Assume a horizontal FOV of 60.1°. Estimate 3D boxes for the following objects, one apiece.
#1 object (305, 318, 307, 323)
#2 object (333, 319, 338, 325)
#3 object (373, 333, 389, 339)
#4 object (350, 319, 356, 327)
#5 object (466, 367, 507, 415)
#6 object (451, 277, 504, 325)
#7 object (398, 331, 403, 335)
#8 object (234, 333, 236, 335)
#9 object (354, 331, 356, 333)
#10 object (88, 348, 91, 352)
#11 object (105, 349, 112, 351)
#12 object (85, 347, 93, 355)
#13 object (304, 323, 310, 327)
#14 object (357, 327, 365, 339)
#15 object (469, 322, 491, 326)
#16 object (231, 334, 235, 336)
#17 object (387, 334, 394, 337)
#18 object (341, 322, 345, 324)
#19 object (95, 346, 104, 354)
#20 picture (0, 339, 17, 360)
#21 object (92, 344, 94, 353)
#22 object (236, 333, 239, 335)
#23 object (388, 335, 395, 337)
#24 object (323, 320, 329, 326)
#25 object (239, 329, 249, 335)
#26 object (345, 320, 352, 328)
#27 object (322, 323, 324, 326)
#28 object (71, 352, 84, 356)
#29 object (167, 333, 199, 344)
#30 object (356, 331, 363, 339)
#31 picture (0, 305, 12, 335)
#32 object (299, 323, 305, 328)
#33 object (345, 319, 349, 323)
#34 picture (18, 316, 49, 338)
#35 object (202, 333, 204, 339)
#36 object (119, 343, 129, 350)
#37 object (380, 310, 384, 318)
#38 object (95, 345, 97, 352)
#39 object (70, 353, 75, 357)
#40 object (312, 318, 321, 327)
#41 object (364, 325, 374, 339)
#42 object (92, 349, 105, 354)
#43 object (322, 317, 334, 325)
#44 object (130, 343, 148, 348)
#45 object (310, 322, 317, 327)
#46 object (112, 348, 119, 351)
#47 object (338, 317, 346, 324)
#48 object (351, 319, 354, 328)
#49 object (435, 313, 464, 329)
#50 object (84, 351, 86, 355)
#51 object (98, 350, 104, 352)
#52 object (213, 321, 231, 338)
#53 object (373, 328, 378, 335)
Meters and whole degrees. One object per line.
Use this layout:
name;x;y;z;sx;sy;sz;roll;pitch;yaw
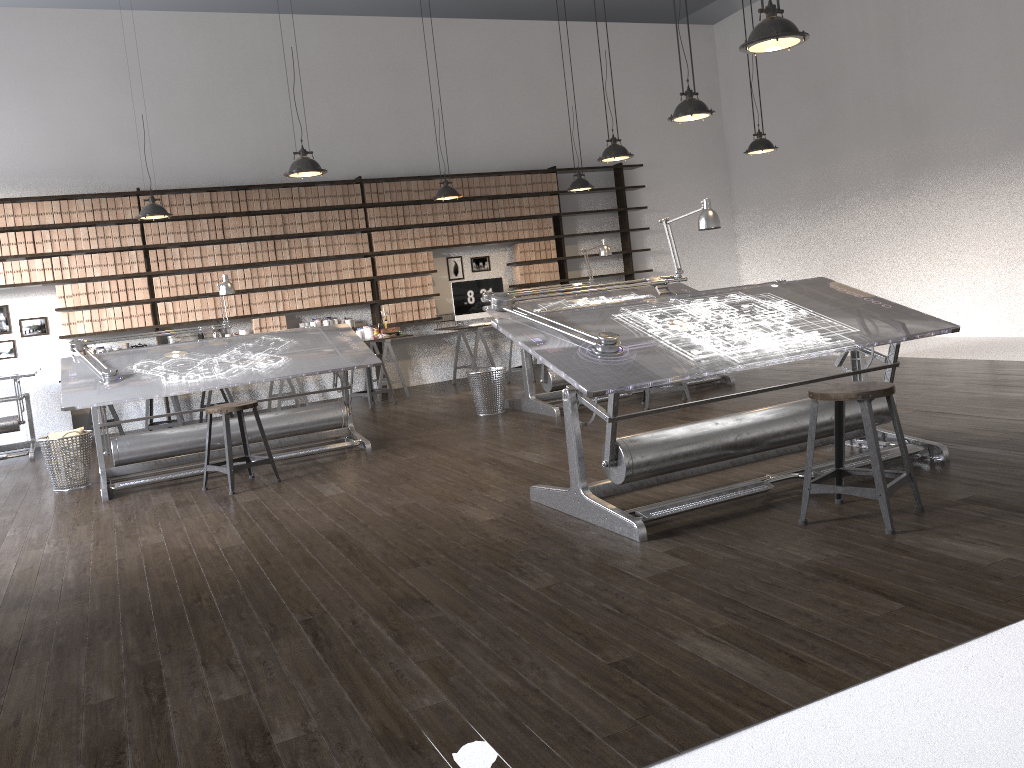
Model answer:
object;-2.268;-0.646;9.828;0.041;0.168;0.009;-8;4;-21
object;-1.976;-0.664;9.914;0.062;0.119;0.062;-4;5;34
object;-1.423;-0.531;9.668;0.132;0.050;0.198;-2;7;36
object;-1.806;-0.686;10.033;0.062;0.095;0.062;-6;4;7
object;-0.200;0.064;7.567;0.353;0.376;0.354;-7;5;-3
object;-0.396;-0.957;10.354;0.645;0.516;0.204;-9;4;-24
object;-1.239;-0.568;9.845;0.049;0.037;0.049;-8;6;-21
object;-2.963;-0.540;9.547;0.061;0.016;0.061;-4;7;22
object;-1.754;-0.533;9.786;0.062;0.093;0.063;-5;4;16
object;-4.092;-0.274;8.646;0.071;0.186;0.008;-8;4;-24
object;-4.056;-0.306;8.916;0.063;0.093;0.063;-10;5;-39
object;-4.244;-0.306;8.893;0.070;0.130;0.070;-6;4;14
object;-2.250;-0.615;9.756;0.062;0.118;0.063;-5;4;16
object;-1.670;-0.566;9.879;0.095;0.127;0.094;-9;5;-28
object;-0.275;-0.694;10.132;0.440;0.017;0.119;-10;7;-29
object;-2.993;-0.490;9.489;0.063;0.093;0.063;-4;5;28
object;-1.319;-0.535;9.706;0.011;0.017;0.172;-4;7;34
object;-1.895;-0.656;9.950;0.054;0.081;0.054;-9;5;-34
object;-4.172;-0.312;8.969;0.095;0.127;0.094;-6;4;6
picture;-5.009;-0.331;8.687;0.252;0.183;0.023;-9;4;-25
object;-4.090;-0.297;8.662;0.007;0.227;0.021;-7;3;-12
object;-2.935;-0.498;9.492;0.045;0.101;0.044;-8;4;-22
object;-1.309;-0.530;9.716;0.005;0.005;0.158;-4;7;31
object;-2.053;-0.643;9.802;0.062;0.119;0.062;-4;5;34
object;-2.868;-0.517;9.485;0.095;0.127;0.094;-8;5;-18
object;-1.826;-0.669;9.897;0.062;0.095;0.062;-6;4;7
object;-2.091;-0.634;9.880;0.054;0.101;0.054;-7;4;-8
object;-4.308;-0.304;8.782;0.107;0.176;0.108;-8;4;-23
object;-3.431;-0.445;9.257;0.318;0.152;0.193;-9;6;-25
object;-1.686;-0.539;9.769;0.062;0.094;0.062;-4;5;25
picture;-5.034;-0.623;8.676;0.202;0.284;0.022;-9;4;-25
object;-2.312;-0.611;9.780;0.062;0.119;0.062;-5;4;16
object;-1.858;-0.677;9.998;0.044;0.102;0.045;-9;5;-33
picture;-4.753;-0.567;8.804;0.252;0.183;0.023;-9;4;-25
object;-3.258;-0.495;9.433;0.078;0.188;0.079;-3;5;44
object;-3.918;-0.336;9.024;0.235;0.161;0.107;-3;5;31
object;-1.430;-0.724;9.871;0.055;0.213;0.007;-8;4;-18
object;-4.077;-0.284;8.658;0.055;0.192;0.006;-8;4;-26
object;-4.205;-0.181;8.506;0.069;0.229;0.068;-8;4;-27
object;-2.167;-0.651;9.849;0.095;0.161;0.094;-9;5;-28
object;-1.583;-0.573;9.802;0.105;0.141;0.104;-8;5;-17
object;-4.089;-0.266;8.788;0.077;0.145;0.346;-7;6;-2
object;-2.056;-0.671;9.912;0.094;0.161;0.205;-8;5;-23
object;-3.808;-0.357;9.042;0.171;0.108;0.091;-9;5;-24
object;-2.182;-0.621;9.739;0.061;0.119;0.062;-5;4;25
object;-4.008;-0.317;8.963;0.062;0.094;0.062;-10;5;-39
object;-1.919;-0.686;10.032;0.094;0.129;0.095;-10;5;-37
object;-1.812;-0.678;9.963;0.063;0.094;0.063;-6;4;7
object;-0.724;-0.733;10.270;0.285;0.160;0.204;-10;6;-32
object;-4.316;-0.301;8.927;0.071;0.128;0.072;-5;4;23
object;-4.112;-0.296;8.874;0.062;0.094;0.062;-10;5;-39
object;-3.103;-0.560;9.419;0.182;0.271;0.156;-10;5;-40
object;-1.505;-0.567;9.795;0.050;0.111;0.049;-8;4;-21
